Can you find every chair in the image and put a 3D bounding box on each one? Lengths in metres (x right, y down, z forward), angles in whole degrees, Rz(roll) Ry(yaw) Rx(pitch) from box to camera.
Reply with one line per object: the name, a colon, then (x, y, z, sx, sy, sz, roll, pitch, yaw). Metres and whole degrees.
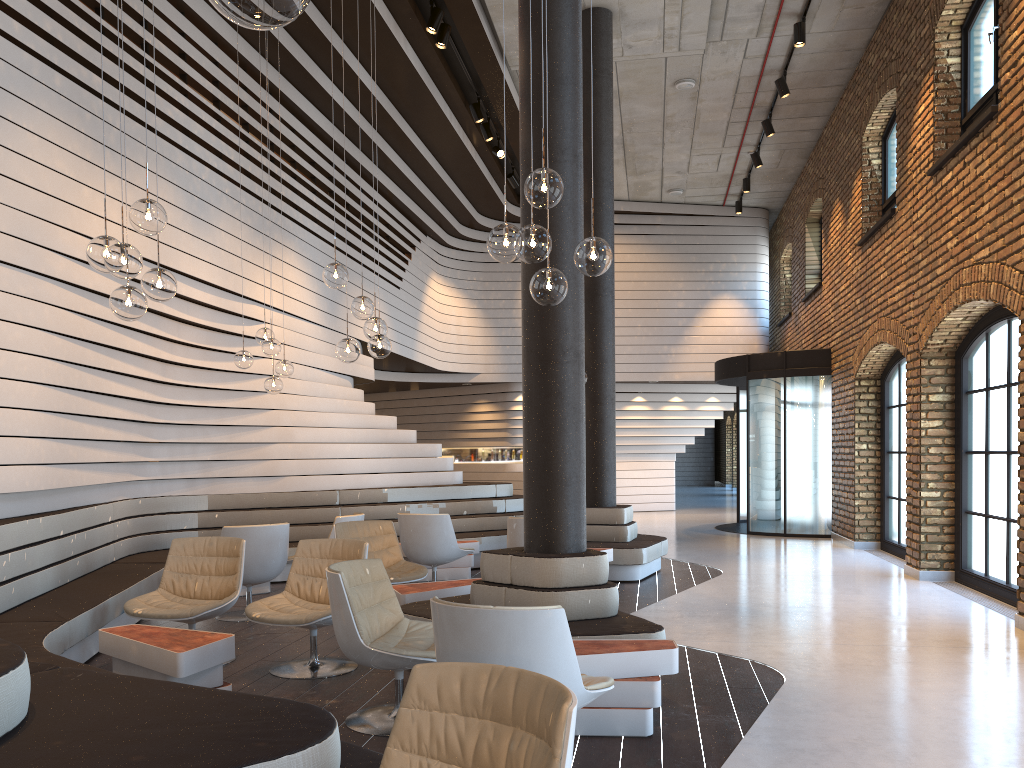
chair: (-0.546, 1.266, 4.328, 0.712, 0.767, 0.655, -1, -1, 13)
chair: (-2.156, 1.511, 7.204, 0.652, 0.767, 0.715, 0, -1, -36)
chair: (0.030, 1.189, 3.437, 0.660, 0.767, 0.707, -1, -1, 27)
chair: (-0.203, 1.075, 1.958, 0.706, 0.767, 0.661, 0, -1, -43)
chair: (-1.053, 1.479, 6.960, 0.652, 0.767, 0.715, 0, -1, -41)
chair: (-1.714, 1.579, 8.126, 0.712, 0.767, 0.655, -1, -1, 9)
chair: (-2.045, 1.384, 5.608, 0.659, 0.767, 0.708, -1, -1, 17)
chair: (-1.221, 1.357, 5.381, 0.660, 0.767, 0.707, -1, -1, 29)
chair: (-0.733, 1.584, 8.333, 0.660, 0.767, 0.707, -1, -1, 25)
chair: (0.269, 1.524, 7.709, 0.658, 0.767, 0.709, -1, -1, 10)

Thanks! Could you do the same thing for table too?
table: (-2.618, 1.800, 8.295, 0.901, 0.371, 0.416, 3, -4, -43)
table: (-0.760, 1.851, 9.203, 0.902, 0.371, 0.415, 1, -2, -18)
table: (0.501, 1.778, 8.467, 0.908, 0.371, 0.413, -1, -2, 12)
table: (-1.783, 1.502, 4.645, 0.912, 0.371, 0.411, -4, -3, 42)
table: (-0.536, 1.621, 6.323, 0.901, 0.371, 0.416, 3, -4, -43)
table: (0.347, 1.443, 4.193, 0.906, 0.371, 0.414, -1, -2, 2)

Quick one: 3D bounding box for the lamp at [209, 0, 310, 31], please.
lamp: (-0.414, -2.826, 1.237, 0.541, 4.637, 0.276, -1, 2, -29)

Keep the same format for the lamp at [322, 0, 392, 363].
lamp: (-1.067, -2.515, 5.906, 0.310, 4.750, 0.658, 0, 2, 18)

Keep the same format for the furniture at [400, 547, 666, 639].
furniture: (-0.016, 1.361, 5.308, 1.269, 0.722, 1.782, 0, -4, -20)

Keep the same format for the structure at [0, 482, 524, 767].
structure: (-2.366, 1.221, 4.524, 5.779, 0.928, 18.221, -1, -5, 6)

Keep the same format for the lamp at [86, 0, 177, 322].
lamp: (-1.784, -2.639, 4.116, 0.294, 4.683, 0.542, 0, 2, 4)

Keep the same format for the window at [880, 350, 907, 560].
window: (4.637, 0.795, 10.227, 0.130, 2.539, 2.351, 0, -1, 9)

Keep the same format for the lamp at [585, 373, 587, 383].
lamp: (-0.072, -1.723, 13.738, 9.050, 4.616, 41.906, -1, -4, 9)

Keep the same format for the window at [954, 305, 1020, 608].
window: (4.190, 0.579, 7.424, 0.130, 2.539, 2.351, 0, -1, 9)

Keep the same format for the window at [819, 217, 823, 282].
window: (5.158, -2.219, 14.255, 0.126, 1.453, 1.569, 0, -2, 9)

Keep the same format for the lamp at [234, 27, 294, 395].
lamp: (-2.208, -2.270, 7.787, 0.529, 4.723, 0.334, -1, 2, -29)

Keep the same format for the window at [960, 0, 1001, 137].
window: (4.055, -2.753, 7.344, 0.126, 1.453, 1.569, 0, -2, 9)

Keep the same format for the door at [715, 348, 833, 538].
door: (4.981, 1.027, 14.496, 3.214, 2.856, 3.244, -1, -2, 16)

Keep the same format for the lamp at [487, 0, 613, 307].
lamp: (0.143, -2.689, 3.763, 0.544, 4.683, 0.293, -1, 2, -5)

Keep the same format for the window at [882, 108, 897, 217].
window: (4.503, -2.536, 10.148, 0.126, 1.453, 1.569, 0, -2, 9)

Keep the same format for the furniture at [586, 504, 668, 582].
furniture: (1.091, 1.674, 9.429, 1.284, 0.723, 1.762, -4, -5, 45)
